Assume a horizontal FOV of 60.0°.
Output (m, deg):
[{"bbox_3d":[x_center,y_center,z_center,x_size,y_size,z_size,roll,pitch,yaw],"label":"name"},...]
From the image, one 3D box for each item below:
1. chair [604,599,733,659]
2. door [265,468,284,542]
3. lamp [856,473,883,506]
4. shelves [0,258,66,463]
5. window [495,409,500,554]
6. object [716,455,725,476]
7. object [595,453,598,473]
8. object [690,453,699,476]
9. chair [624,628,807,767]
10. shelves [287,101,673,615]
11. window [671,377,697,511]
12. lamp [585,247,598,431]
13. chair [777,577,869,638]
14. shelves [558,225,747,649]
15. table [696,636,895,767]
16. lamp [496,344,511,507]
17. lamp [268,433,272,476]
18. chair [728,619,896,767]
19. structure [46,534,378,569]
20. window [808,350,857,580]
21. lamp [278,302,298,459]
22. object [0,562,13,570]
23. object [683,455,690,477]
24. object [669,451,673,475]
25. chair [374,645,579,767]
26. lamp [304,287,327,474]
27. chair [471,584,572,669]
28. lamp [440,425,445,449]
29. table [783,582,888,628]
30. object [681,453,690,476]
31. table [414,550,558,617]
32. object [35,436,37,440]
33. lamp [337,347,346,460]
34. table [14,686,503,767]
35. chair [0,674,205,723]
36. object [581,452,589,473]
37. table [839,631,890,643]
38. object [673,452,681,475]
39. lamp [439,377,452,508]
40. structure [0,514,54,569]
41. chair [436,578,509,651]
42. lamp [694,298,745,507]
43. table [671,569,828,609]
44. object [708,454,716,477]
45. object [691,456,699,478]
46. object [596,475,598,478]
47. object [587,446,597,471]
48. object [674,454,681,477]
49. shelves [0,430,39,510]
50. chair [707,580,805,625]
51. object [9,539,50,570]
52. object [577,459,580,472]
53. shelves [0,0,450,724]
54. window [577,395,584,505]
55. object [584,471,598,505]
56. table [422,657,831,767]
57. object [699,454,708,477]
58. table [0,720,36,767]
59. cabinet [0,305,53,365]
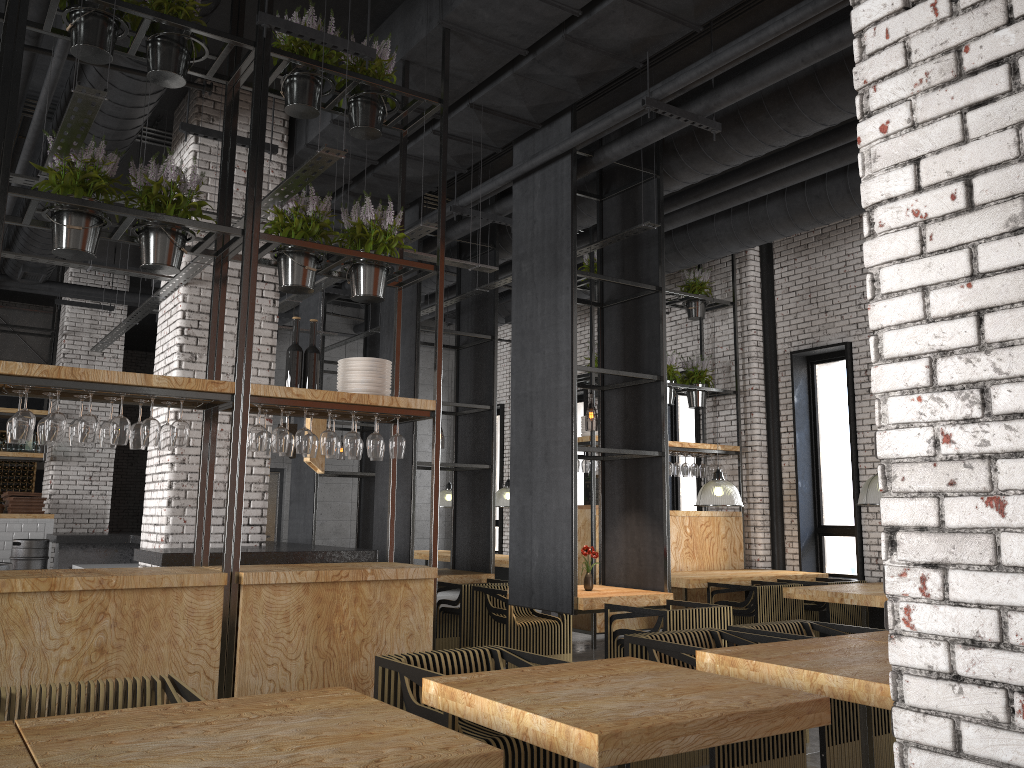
[{"bbox_3d":[1.117,1.954,6.341,0.656,0.732,0.637,7,-11,-35],"label":"chair"},{"bbox_3d":[-4.320,2.411,14.433,1.118,2.110,0.158,7,-11,-33],"label":"door"},{"bbox_3d":[3.402,-0.095,8.202,0.536,2.414,0.535,0,-10,2],"label":"lamp"},{"bbox_3d":[-9.015,-0.668,11.335,5.670,3.077,0.596,6,-11,-33],"label":"shelves"},{"bbox_3d":[-0.243,1.782,16.241,0.364,2.708,0.747,7,-11,-33],"label":"window"},{"bbox_3d":[2.533,0.998,10.778,0.101,0.268,0.100,1,-9,-3],"label":"object"},{"bbox_3d":[0.950,0.876,10.069,0.101,0.268,0.100,0,-9,3],"label":"object"},{"bbox_3d":[2.167,0.958,10.535,0.101,0.268,0.100,1,-9,-3],"label":"object"},{"bbox_3d":[1.043,1.692,4.593,0.656,0.732,0.637,7,-11,-33],"label":"chair"},{"bbox_3d":[-0.801,-0.069,9.594,1.002,4.381,6.134,7,-11,-33],"label":"shelves"},{"bbox_3d":[2.449,1.220,12.298,0.364,2.708,0.747,7,-11,-33],"label":"window"},{"bbox_3d":[0.668,-0.403,7.488,0.108,1.604,0.108,-5,-11,28],"label":"lamp"},{"bbox_3d":[3.212,2.400,9.177,0.656,0.732,0.637,7,-11,-35],"label":"chair"},{"bbox_3d":[1.645,0.403,10.481,2.330,5.036,0.688,7,-11,-33],"label":"shelves"},{"bbox_3d":[1.510,1.556,3.767,0.995,0.766,0.998,7,-11,-33],"label":"table"},{"bbox_3d":[-0.038,0.594,13.048,0.536,2.414,0.535,0,-10,2],"label":"lamp"},{"bbox_3d":[-2.294,0.098,8.234,0.127,1.552,0.127,7,-12,-33],"label":"lamp"},{"bbox_3d":[1.710,1.768,5.052,0.656,0.732,0.637,7,-11,-34],"label":"chair"},{"bbox_3d":[-4.404,1.731,7.785,4.305,1.538,5.864,6,-10,-33],"label":"structure"},{"bbox_3d":[3.779,0.943,10.350,0.364,2.708,0.747,7,-11,-33],"label":"window"},{"bbox_3d":[-1.929,-0.053,7.715,0.127,1.399,0.127,7,-12,-33],"label":"lamp"},{"bbox_3d":[-3.202,1.585,5.218,0.399,1.038,0.396,0,-9,1],"label":"object"},{"bbox_3d":[2.129,1.005,10.850,0.101,0.268,0.100,1,-9,-3],"label":"object"},{"bbox_3d":[1.823,0.921,10.308,0.101,0.268,0.100,0,-9,3],"label":"object"},{"bbox_3d":[-0.163,1.563,3.811,0.656,0.732,0.637,7,-11,-34],"label":"chair"},{"bbox_3d":[-1.567,-0.054,7.170,0.127,1.552,0.127,7,-12,-33],"label":"lamp"},{"bbox_3d":[0.082,2.162,7.804,0.656,0.732,0.637,6,-11,-31],"label":"chair"},{"bbox_3d":[-0.767,-0.104,9.589,0.108,1.604,0.108,-2,-10,13],"label":"lamp"},{"bbox_3d":[3.502,2.180,7.800,2.114,0.766,0.998,6,-11,-33],"label":"table"},{"bbox_3d":[2.044,0.945,10.454,0.101,0.268,0.100,0,-9,3],"label":"object"},{"bbox_3d":[-0.490,2.954,13.252,0.999,0.766,4.126,7,-10,-34],"label":"table"},{"bbox_3d":[-8.161,0.915,15.158,0.079,0.079,0.283,7,-10,-33],"label":"object"},{"bbox_3d":[-2.229,0.201,11.730,0.108,1.604,0.108,1,-10,-2],"label":"lamp"},{"bbox_3d":[-0.718,1.316,2.310,0.995,0.766,0.998,7,-11,-33],"label":"table"},{"bbox_3d":[-1.434,1.422,2.956,0.656,0.732,0.637,6,-11,-31],"label":"chair"},{"bbox_3d":[0.828,0.863,9.988,0.101,0.268,0.100,0,-9,3],"label":"object"},{"bbox_3d":[2.342,1.647,4.319,0.995,0.766,0.998,7,-11,-33],"label":"table"},{"bbox_3d":[1.930,0.932,10.378,0.101,0.268,0.100,0,-9,3],"label":"object"},{"bbox_3d":[-1.003,0.795,14.459,0.536,2.414,0.535,-1,-10,8],"label":"lamp"},{"bbox_3d":[-8.966,2.238,10.807,5.794,1.350,1.507,6,-11,-33],"label":"structure"},{"bbox_3d":[-0.350,2.253,8.437,0.656,0.732,0.637,6,-11,-32],"label":"chair"},{"bbox_3d":[2.270,0.141,9.861,0.536,2.414,0.535,0,-10,2],"label":"lamp"},{"bbox_3d":[2.321,2.426,9.529,2.114,0.766,0.998,6,-11,-33],"label":"table"},{"bbox_3d":[2.411,0.985,10.697,0.101,0.268,0.100,1,-9,-3],"label":"object"},{"bbox_3d":[2.251,1.018,10.931,0.101,0.268,0.100,1,-9,-3],"label":"object"},{"bbox_3d":[0.956,1.188,9.797,0.070,0.369,0.107,7,-12,-34],"label":"object"},{"bbox_3d":[0.873,0.817,9.678,0.101,0.268,0.100,0,-9,3],"label":"object"},{"bbox_3d":[2.007,0.992,10.769,0.101,0.268,0.100,1,-9,-3],"label":"object"},{"bbox_3d":[-8.520,1.867,14.838,0.888,2.155,0.250,7,-11,-33],"label":"shelves"},{"bbox_3d":[2.360,2.303,8.589,0.656,0.732,0.637,7,-11,-33],"label":"chair"},{"bbox_3d":[-5.441,2.267,9.940,0.399,1.038,0.396,0,-9,1],"label":"object"},{"bbox_3d":[0.713,0.850,9.912,0.101,0.268,0.100,0,-9,3],"label":"object"},{"bbox_3d":[-2.097,-0.496,4.727,3.655,5.036,0.688,7,-11,-33],"label":"shelves"},{"bbox_3d":[1.107,1.500,14.263,0.364,2.708,0.747,7,-11,-33],"label":"window"},{"bbox_3d":[0.879,1.085,9.745,0.106,0.556,0.156,7,-12,-34],"label":"object"},{"bbox_3d":[0.363,1.434,3.026,0.995,0.766,0.998,7,-11,-33],"label":"table"},{"bbox_3d":[2.289,0.972,10.616,0.101,0.268,0.100,1,-9,-3],"label":"object"},{"bbox_3d":[-1.550,1.225,1.759,0.995,0.766,0.998,7,-11,-33],"label":"table"},{"bbox_3d":[-10.223,-0.556,13.279,5.857,1.774,0.680,6,-11,-33],"label":"cabinet"}]
